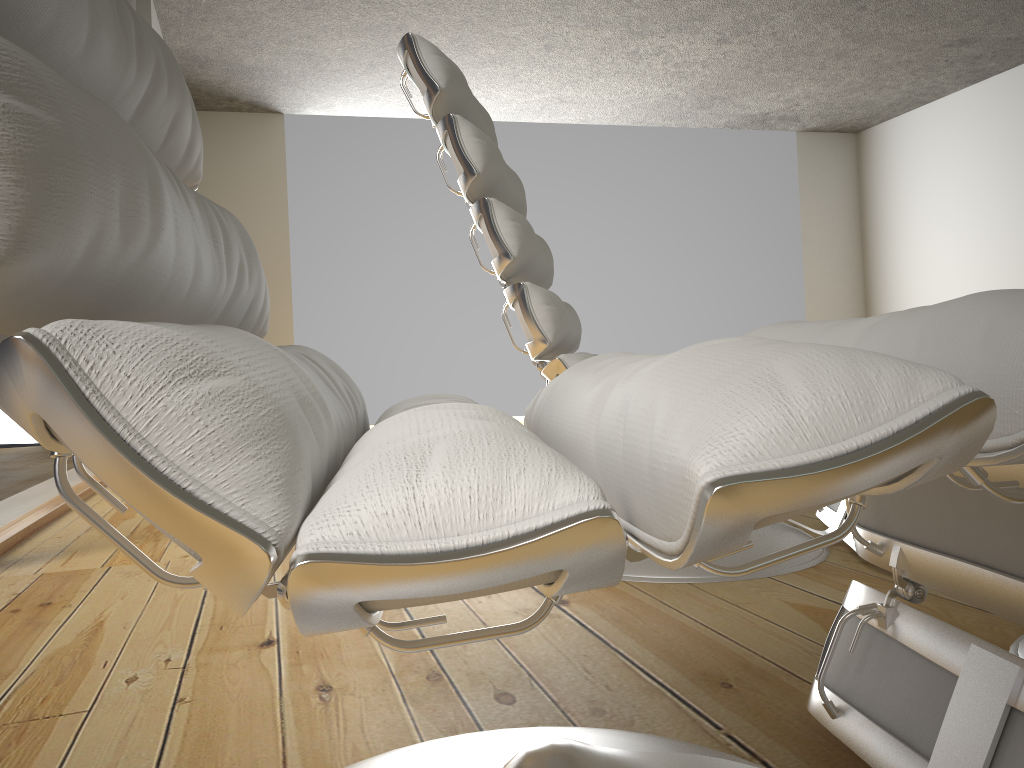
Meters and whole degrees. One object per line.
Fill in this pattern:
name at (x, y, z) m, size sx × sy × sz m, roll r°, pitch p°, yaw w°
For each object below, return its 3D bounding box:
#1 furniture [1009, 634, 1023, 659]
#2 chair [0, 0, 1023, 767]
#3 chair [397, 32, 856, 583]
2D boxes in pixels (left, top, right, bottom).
furniture at (0.882, 0.090, 0.899) m, size 0.685 × 0.439 × 0.570 m, roll -3°, pitch 0°, yaw 19°
chair at (-0.029, -0.127, 0.604) m, size 0.914 × 0.969 × 0.569 m, roll -3°, pitch -1°, yaw -6°
chair at (0.289, -0.157, 1.756) m, size 0.913 × 0.969 × 0.569 m, roll -3°, pitch -1°, yaw 9°
